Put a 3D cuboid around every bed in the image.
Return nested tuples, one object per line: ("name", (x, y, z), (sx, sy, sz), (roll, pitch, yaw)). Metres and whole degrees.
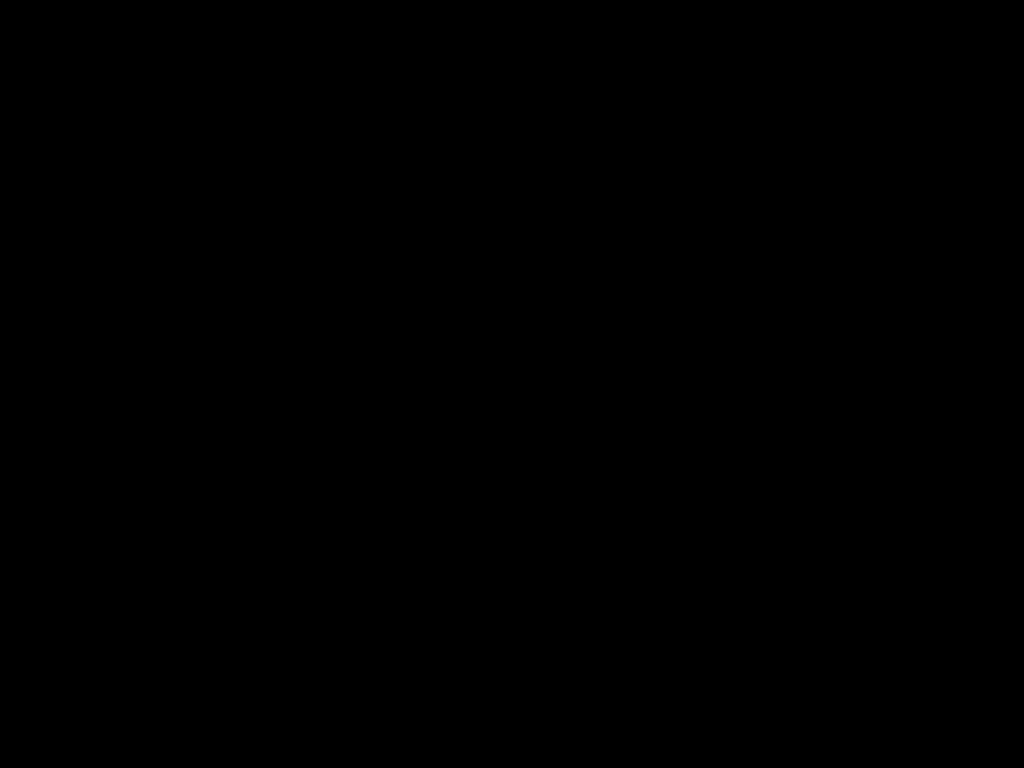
("bed", (-0.255, -0.311, 1.524), (2.087, 0.994, 3.009), (9, -5, -41))
